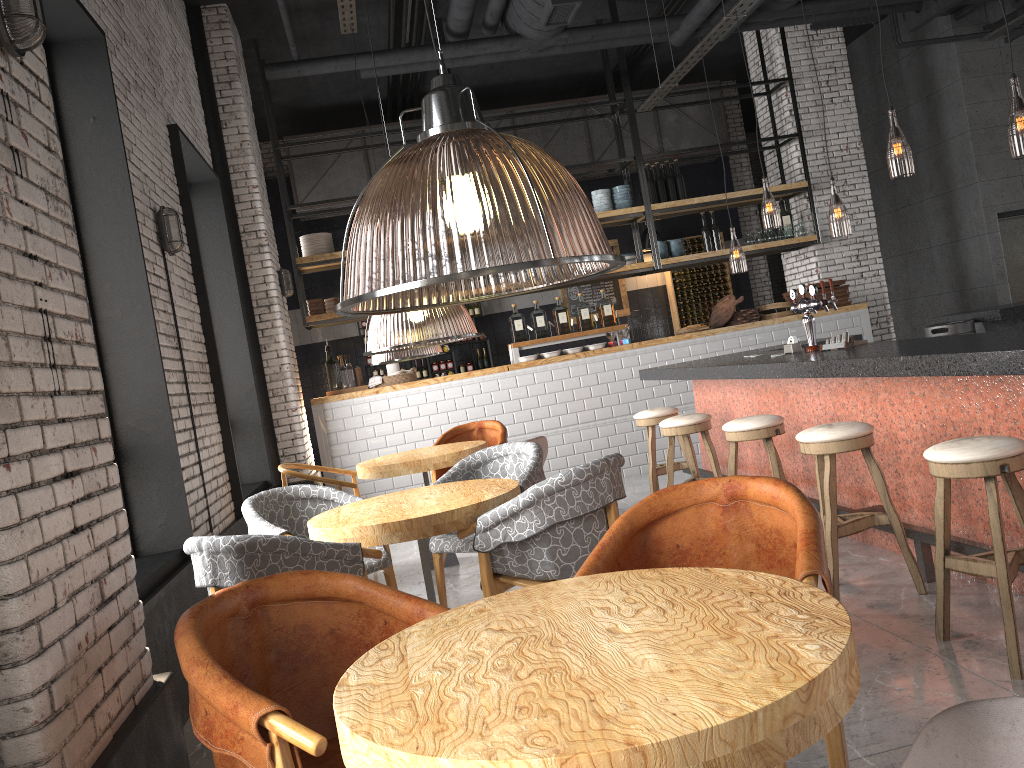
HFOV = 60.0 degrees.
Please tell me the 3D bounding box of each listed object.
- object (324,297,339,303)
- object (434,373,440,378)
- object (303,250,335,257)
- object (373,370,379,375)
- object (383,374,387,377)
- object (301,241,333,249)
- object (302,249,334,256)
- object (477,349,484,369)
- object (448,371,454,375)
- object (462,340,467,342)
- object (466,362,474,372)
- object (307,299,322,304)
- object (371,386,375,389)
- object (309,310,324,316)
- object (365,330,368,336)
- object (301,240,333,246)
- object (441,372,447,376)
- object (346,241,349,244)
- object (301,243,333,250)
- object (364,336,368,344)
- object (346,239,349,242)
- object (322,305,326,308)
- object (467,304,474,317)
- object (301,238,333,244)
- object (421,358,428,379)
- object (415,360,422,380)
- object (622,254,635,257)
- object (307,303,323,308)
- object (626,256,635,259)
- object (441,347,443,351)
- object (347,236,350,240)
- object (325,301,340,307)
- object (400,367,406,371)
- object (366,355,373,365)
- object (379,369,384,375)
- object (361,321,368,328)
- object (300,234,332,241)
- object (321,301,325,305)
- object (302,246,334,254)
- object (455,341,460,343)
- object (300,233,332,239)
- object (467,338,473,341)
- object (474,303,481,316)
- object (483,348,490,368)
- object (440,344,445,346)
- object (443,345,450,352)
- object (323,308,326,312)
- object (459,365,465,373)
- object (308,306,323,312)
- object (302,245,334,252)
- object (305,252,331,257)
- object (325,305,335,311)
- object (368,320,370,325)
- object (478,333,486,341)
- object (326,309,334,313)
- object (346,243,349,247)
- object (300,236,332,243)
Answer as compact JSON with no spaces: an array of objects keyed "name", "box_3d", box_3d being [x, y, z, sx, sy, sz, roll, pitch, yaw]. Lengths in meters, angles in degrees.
[{"name":"object","box_3d":[-1.899,-0.875,9.341,0.157,0.053,0.168,-10,1,-3]},{"name":"object","box_3d":[-1.048,-0.098,12.435,0.092,0.112,0.100,-10,1,-22]},{"name":"object","box_3d":[-2.026,-1.349,9.308,0.334,0.042,0.335,-9,2,30]},{"name":"object","box_3d":[-1.890,-0.152,12.304,0.070,0.083,0.071,-10,1,17]},{"name":"object","box_3d":[-1.762,-0.090,12.316,0.070,0.083,0.071,-10,1,17]},{"name":"object","box_3d":[-2.043,-1.441,9.307,0.334,0.043,0.335,-9,2,31]},{"name":"object","box_3d":[-2.030,-1.368,9.307,0.335,0.039,0.334,-10,2,-21]},{"name":"object","box_3d":[-0.461,-0.356,12.529,0.079,0.281,0.079,-10,0,10]},{"name":"object","box_3d":[-0.850,-0.131,12.466,0.106,0.108,0.089,-9,1,42]},{"name":"object","box_3d":[-0.679,-0.654,12.508,0.081,0.113,0.071,-10,1,-9]},{"name":"object","box_3d":[-0.596,-0.237,12.514,0.100,0.139,0.088,-10,1,-8]},{"name":"object","box_3d":[-2.040,-0.846,9.171,0.157,0.053,0.168,-10,1,-8]},{"name":"object","box_3d":[-1.920,0.058,12.307,0.085,0.111,0.119,-9,1,40]},{"name":"object","box_3d":[-2.019,-0.725,9.172,0.157,0.053,0.168,-10,1,-8]},{"name":"object","box_3d":[-1.995,-0.710,12.295,0.071,0.083,0.071,-10,1,-18]},{"name":"object","box_3d":[-2.044,-1.460,9.307,0.334,0.038,0.335,-10,1,12]},{"name":"object","box_3d":[-0.955,-0.112,12.451,0.092,0.108,0.105,-10,1,3]},{"name":"object","box_3d":[-1.532,-1.510,9.382,0.454,0.043,0.454,-10,1,-3]},{"name":"object","box_3d":[-2.039,-1.426,9.307,0.334,0.038,0.335,-9,1,17]},{"name":"object","box_3d":[-2.015,-0.608,12.291,0.076,0.111,0.076,-10,1,2]},{"name":"object","box_3d":[-1.537,-1.534,9.382,0.454,0.047,0.454,-10,1,-11]},{"name":"object","box_3d":[-2.055,-0.808,9.426,0.157,0.053,0.168,-10,1,-8]},{"name":"object","box_3d":[-0.594,-1.085,12.528,0.079,0.281,0.079,-10,0,-35]},{"name":"object","box_3d":[-2.048,-1.479,9.307,0.335,0.035,0.334,-11,2,-32]},{"name":"object","box_3d":[-1.233,-0.219,12.415,0.079,0.281,0.079,-10,0,-40]},{"name":"object","box_3d":[-1.325,-0.203,12.401,0.079,0.281,0.079,-10,0,0]},{"name":"object","box_3d":[1.232,-1.396,9.785,0.265,0.034,0.265,-10,1,5]},{"name":"object","box_3d":[-2.033,-0.805,9.171,0.157,0.053,0.168,-10,1,-8]},{"name":"object","box_3d":[1.236,-1.367,9.785,0.263,0.028,0.263,-9,1,19]},{"name":"object","box_3d":[-1.021,-0.482,12.462,0.090,0.101,0.111,-11,1,-42]},{"name":"object","box_3d":[-1.540,-1.557,9.381,0.454,0.050,0.454,-10,1,5]},{"name":"object","box_3d":[-1.892,-0.834,9.341,0.157,0.053,0.168,-10,1,-3]},{"name":"object","box_3d":[-1.517,-0.172,12.359,0.076,0.111,0.076,-10,1,-13]},{"name":"object","box_3d":[-1.974,-0.332,12.314,0.100,0.139,0.088,-10,1,-8]},{"name":"object","box_3d":[-1.814,-0.165,12.309,0.071,0.083,0.071,-9,1,32]},{"name":"object","box_3d":[-2.054,-0.840,12.311,0.081,0.113,0.071,-10,1,-8]},{"name":"object","box_3d":[-2.055,-1.518,9.307,0.335,0.042,0.334,-10,1,-12]},{"name":"object","box_3d":[-2.062,-0.848,9.425,0.157,0.053,0.168,-10,1,-8]},{"name":"object","box_3d":[-2.033,-1.388,9.308,0.335,0.044,0.334,-11,2,-42]},{"name":"object","box_3d":[-0.774,-0.637,12.494,0.081,0.113,0.071,-10,1,-9]},{"name":"object","box_3d":[-2.058,-1.537,9.307,0.335,0.039,0.334,-10,1,-17]},{"name":"object","box_3d":[-0.598,-0.668,12.520,0.081,0.113,0.071,-10,1,-9]},{"name":"object","box_3d":[-0.502,-1.102,12.541,0.079,0.281,0.079,-10,0,-15]},{"name":"object","box_3d":[-0.374,-0.372,12.545,0.079,0.281,0.079,-10,0,-5]},{"name":"object","box_3d":[-0.996,-0.589,12.468,0.090,0.101,0.111,-11,1,-42]},{"name":"object","box_3d":[-0.921,-0.505,12.467,0.092,0.112,0.100,-10,1,-22]},{"name":"object","box_3d":[-2.049,-0.772,9.426,0.157,0.053,0.168,-10,1,-8]},{"name":"object","box_3d":[-0.700,-0.204,12.476,0.076,0.111,0.076,-10,1,-43]},{"name":"object","box_3d":[-2.027,-0.770,9.171,0.157,0.053,0.168,-10,1,-8]},{"name":"object","box_3d":[-2.036,-1.407,9.306,0.334,0.042,0.335,-9,2,42]},{"name":"object","box_3d":[-2.022,-1.330,9.307,0.334,0.033,0.335,-9,2,30]},{"name":"object","box_3d":[-1.886,-0.798,9.342,0.157,0.053,0.168,-10,1,-3]},{"name":"object","box_3d":[-1.959,-0.857,12.325,0.081,0.113,0.071,-10,1,-8]},{"name":"object","box_3d":[-0.425,-0.673,12.539,0.106,0.108,0.089,-9,1,42]},{"name":"object","box_3d":[-1.878,-0.754,9.342,0.157,0.053,0.168,-10,1,-3]},{"name":"object","box_3d":[-1.527,-1.487,9.383,0.455,0.038,0.453,-11,2,-31]},{"name":"object","box_3d":[-2.052,-1.499,9.306,0.335,0.040,0.334,-10,1,-18]}]
